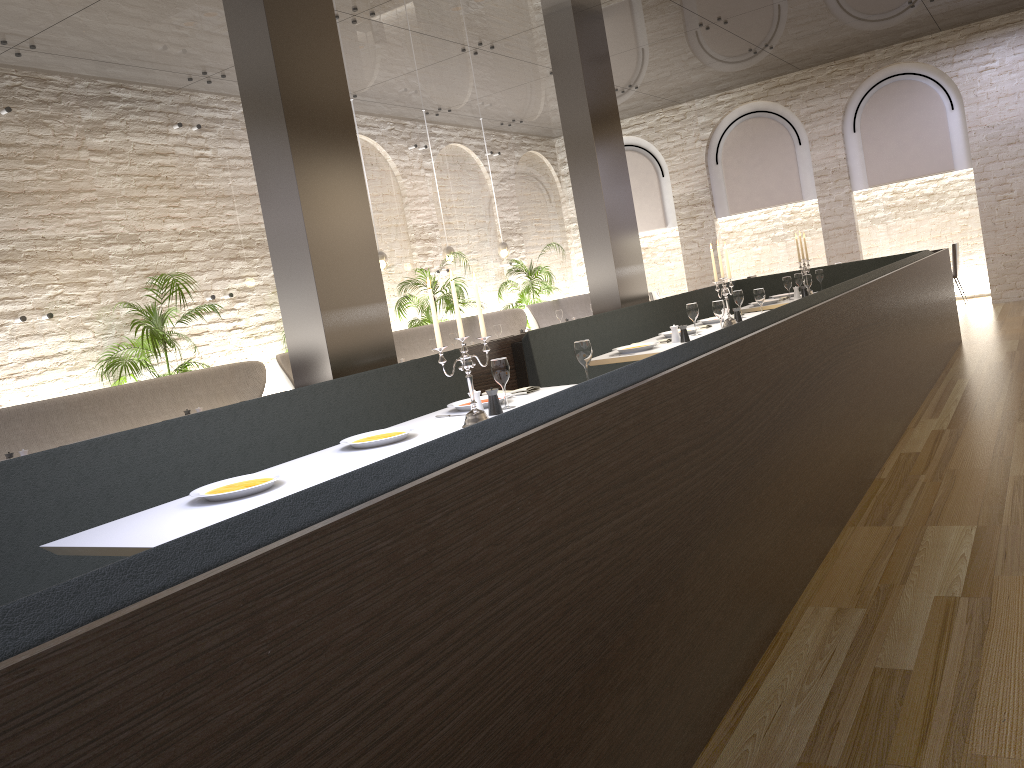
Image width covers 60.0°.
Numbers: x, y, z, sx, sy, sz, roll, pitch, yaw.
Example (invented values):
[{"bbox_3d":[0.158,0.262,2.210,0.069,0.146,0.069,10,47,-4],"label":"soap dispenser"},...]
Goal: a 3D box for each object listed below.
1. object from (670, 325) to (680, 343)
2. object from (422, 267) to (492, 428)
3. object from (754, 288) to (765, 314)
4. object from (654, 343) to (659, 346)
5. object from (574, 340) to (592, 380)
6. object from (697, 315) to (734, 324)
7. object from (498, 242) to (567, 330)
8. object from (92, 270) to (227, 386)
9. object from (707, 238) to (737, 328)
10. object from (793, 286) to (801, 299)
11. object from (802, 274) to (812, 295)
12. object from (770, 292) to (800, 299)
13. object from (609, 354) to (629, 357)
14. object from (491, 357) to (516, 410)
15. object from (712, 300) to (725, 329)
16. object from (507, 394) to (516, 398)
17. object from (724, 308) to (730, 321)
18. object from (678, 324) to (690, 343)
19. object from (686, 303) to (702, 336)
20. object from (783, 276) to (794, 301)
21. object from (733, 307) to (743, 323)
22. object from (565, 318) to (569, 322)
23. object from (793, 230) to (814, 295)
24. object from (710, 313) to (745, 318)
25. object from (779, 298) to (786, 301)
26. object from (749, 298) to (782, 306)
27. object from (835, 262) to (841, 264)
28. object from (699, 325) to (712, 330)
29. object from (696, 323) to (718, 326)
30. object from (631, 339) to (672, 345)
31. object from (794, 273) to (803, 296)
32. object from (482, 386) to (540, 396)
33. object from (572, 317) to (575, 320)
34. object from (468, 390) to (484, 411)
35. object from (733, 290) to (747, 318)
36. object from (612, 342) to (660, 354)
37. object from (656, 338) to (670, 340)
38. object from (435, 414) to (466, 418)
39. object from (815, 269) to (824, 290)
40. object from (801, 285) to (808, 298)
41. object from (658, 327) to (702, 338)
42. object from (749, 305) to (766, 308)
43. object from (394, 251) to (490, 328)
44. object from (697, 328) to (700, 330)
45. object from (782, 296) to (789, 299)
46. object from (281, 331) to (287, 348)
[{"bbox_3d":[1.109,-0.340,6.017,0.069,0.126,0.068,-12,5,-35],"label":"object"},{"bbox_3d":[-0.199,-0.153,3.655,0.131,0.655,0.392,-7,5,43],"label":"object"},{"bbox_3d":[1.934,-0.627,6.888,0.086,0.230,0.087,-6,5,44],"label":"object"},{"bbox_3d":[0.933,-0.266,6.089,0.181,0.015,0.038,-6,6,33],"label":"object"},{"bbox_3d":[0.356,-0.095,4.288,0.086,0.230,0.087,-6,5,44],"label":"object"},{"bbox_3d":[1.690,-0.527,7.323,0.321,0.036,0.323,-7,6,28],"label":"object"},{"bbox_3d":[0.374,-1.108,13.401,1.143,1.970,1.193,-9,4,13],"label":"object"},{"bbox_3d":[-3.023,0.034,7.832,1.192,1.970,1.144,-12,4,-27],"label":"object"},{"bbox_3d":[1.571,-0.750,6.572,0.131,0.655,0.392,-7,5,43],"label":"object"},{"bbox_3d":[2.791,-0.897,8.688,0.069,0.126,0.069,-11,4,-16],"label":"object"},{"bbox_3d":[2.758,-0.905,8.245,0.087,0.230,0.086,-11,4,-22],"label":"object"},{"bbox_3d":[2.840,-0.915,9.217,0.321,0.036,0.323,-7,6,28],"label":"object"},{"bbox_3d":[0.711,-0.188,5.724,0.185,0.010,0.017,-6,6,32],"label":"object"},{"bbox_3d":[-0.042,-0.002,4.040,0.086,0.230,0.087,-6,5,44],"label":"object"},{"bbox_3d":[1.421,-0.454,6.043,0.086,0.230,0.086,-11,4,-16],"label":"object"},{"bbox_3d":[-0.055,0.067,4.461,0.181,0.015,0.038,-6,6,33],"label":"object"},{"bbox_3d":[1.683,-0.530,6.928,0.068,0.126,0.069,-8,4,26],"label":"object"},{"bbox_3d":[1.152,-0.339,5.932,0.069,0.126,0.068,-12,4,-26],"label":"object"},{"bbox_3d":[1.301,-0.462,6.335,0.086,0.230,0.087,-8,4,32],"label":"object"},{"bbox_3d":[2.690,-0.931,8.624,0.087,0.230,0.086,-11,4,-22],"label":"object"},{"bbox_3d":[1.750,-0.537,6.882,0.068,0.126,0.069,-8,4,26],"label":"object"},{"bbox_3d":[0.691,-0.766,11.061,0.059,0.109,0.059,-11,4,-22],"label":"object"},{"bbox_3d":[2.874,-1.189,8.718,0.131,0.655,0.392,-7,5,43],"label":"object"},{"bbox_3d":[1.849,-0.579,7.634,0.272,0.033,0.143,-6,7,32],"label":"object"},{"bbox_3d":[2.580,-0.825,8.838,0.272,0.033,0.143,-6,7,32],"label":"object"},{"bbox_3d":[2.456,-0.786,8.585,0.321,0.036,0.323,-9,6,8],"label":"object"},{"bbox_3d":[3.858,-1.313,10.438,0.086,0.230,0.086,-12,4,-28],"label":"object"},{"bbox_3d":[1.407,-0.430,6.906,0.272,0.033,0.143,-6,7,32],"label":"object"},{"bbox_3d":[1.576,-0.480,7.149,0.185,0.010,0.017,-6,6,32],"label":"object"},{"bbox_3d":[0.984,-0.287,6.209,0.272,0.033,0.143,-6,7,32],"label":"object"},{"bbox_3d":[2.924,-1.009,9.009,0.087,0.230,0.086,-11,4,-22],"label":"object"},{"bbox_3d":[-0.005,0.040,4.581,0.272,0.033,0.143,-6,7,32],"label":"object"},{"bbox_3d":[0.774,-0.781,11.062,0.059,0.109,0.059,-11,4,-22],"label":"object"},{"bbox_3d":[-0.158,0.088,3.923,0.068,0.126,0.069,-8,4,26],"label":"object"},{"bbox_3d":[1.866,-0.653,7.267,0.086,0.230,0.087,-6,5,44],"label":"object"},{"bbox_3d":[0.828,-0.237,5.902,0.321,0.036,0.323,-7,6,30],"label":"object"},{"bbox_3d":[1.134,-0.331,6.421,0.185,0.010,0.017,-6,6,32],"label":"object"},{"bbox_3d":[-0.277,0.145,4.096,0.185,0.010,0.017,-6,6,32],"label":"object"},{"bbox_3d":[3.161,-1.057,9.079,0.086,0.230,0.086,-10,4,2],"label":"object"},{"bbox_3d":[2.846,-0.900,8.625,0.069,0.126,0.069,-11,4,-16],"label":"object"},{"bbox_3d":[1.253,-0.380,6.603,0.323,0.036,0.321,-14,7,-38],"label":"object"},{"bbox_3d":[2.345,-0.739,8.416,0.185,0.010,0.017,-6,6,32],"label":"object"},{"bbox_3d":[-0.905,-0.680,11.323,1.147,1.970,1.189,-11,4,-17],"label":"object"},{"bbox_3d":[1.356,-0.408,6.786,0.181,0.015,0.038,-6,6,33],"label":"object"},{"bbox_3d":[2.659,-0.852,8.969,0.272,0.033,0.143,-6,7,32],"label":"object"},{"bbox_3d":[-1.937,-0.332,9.620,1.192,1.970,1.144,-12,4,-27],"label":"object"}]
